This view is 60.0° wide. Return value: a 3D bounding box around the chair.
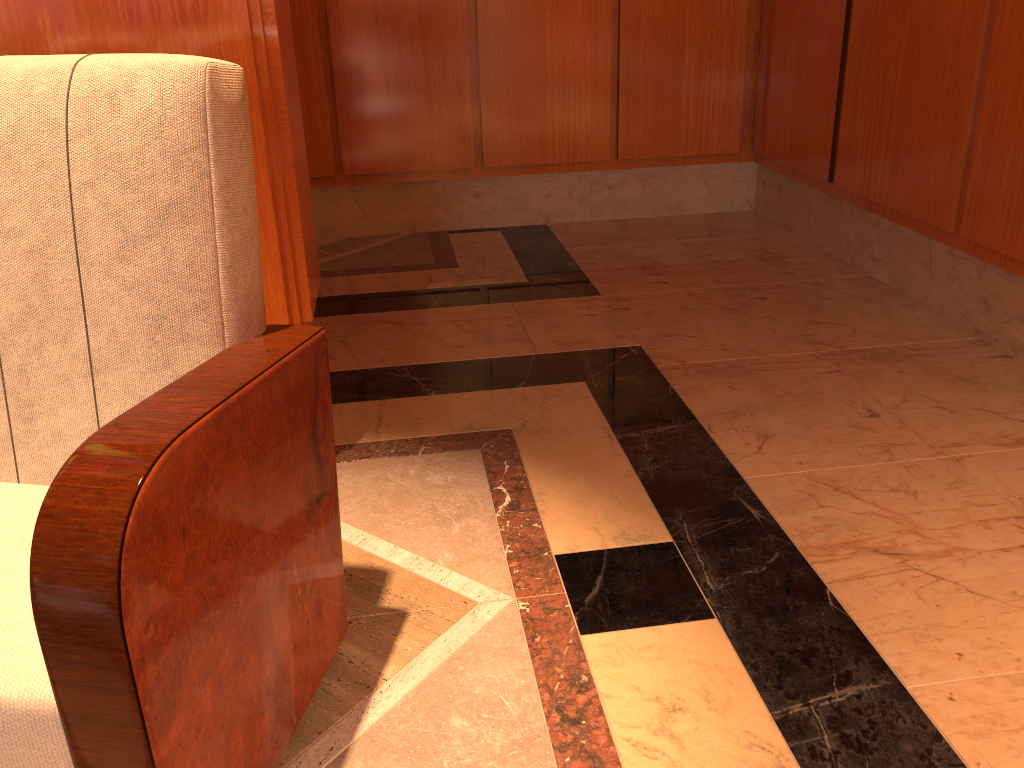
[{"bbox_3d":[-0.687,0.077,1.195,0.738,0.947,0.637,3,23,10],"label":"chair"}]
